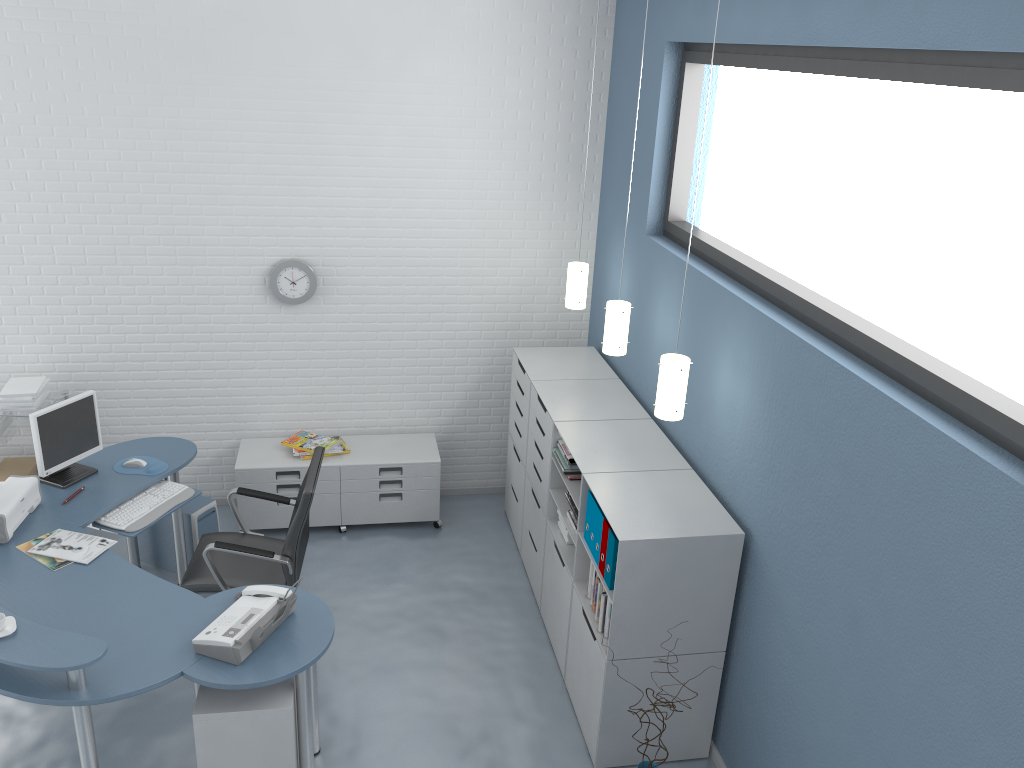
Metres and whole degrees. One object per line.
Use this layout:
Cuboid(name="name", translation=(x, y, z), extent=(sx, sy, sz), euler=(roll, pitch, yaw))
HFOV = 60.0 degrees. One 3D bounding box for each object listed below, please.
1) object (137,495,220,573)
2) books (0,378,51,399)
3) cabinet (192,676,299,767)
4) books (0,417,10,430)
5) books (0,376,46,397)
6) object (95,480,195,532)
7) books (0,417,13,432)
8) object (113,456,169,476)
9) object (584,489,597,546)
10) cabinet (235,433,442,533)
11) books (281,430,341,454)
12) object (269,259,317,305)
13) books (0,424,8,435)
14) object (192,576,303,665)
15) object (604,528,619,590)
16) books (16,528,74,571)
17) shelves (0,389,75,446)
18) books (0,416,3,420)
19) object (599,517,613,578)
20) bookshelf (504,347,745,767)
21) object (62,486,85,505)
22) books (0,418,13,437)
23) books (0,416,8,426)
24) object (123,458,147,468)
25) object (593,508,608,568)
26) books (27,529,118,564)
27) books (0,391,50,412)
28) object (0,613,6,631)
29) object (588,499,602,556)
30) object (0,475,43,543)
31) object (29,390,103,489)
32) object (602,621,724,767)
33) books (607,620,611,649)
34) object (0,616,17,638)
Cuboid(name="object", translation=(-1.922, 0.842, 5.099), extent=(0.471, 0.422, 0.199), euler=(12, 23, 22))
Cuboid(name="books", translation=(-2.793, 0.025, 5.098), extent=(0.190, 0.015, 0.270), euler=(-1, 22, -11))
Cuboid(name="cabinet", translation=(-1.034, 1.382, 3.575), extent=(0.383, 0.605, 0.559), euler=(0, 21, -9))
Cuboid(name="books", translation=(-3.031, 0.222, 5.129), extent=(0.190, 0.015, 0.270), euler=(-2, 22, -12))
Cuboid(name="books", translation=(-2.801, 0.014, 5.082), extent=(0.190, 0.015, 0.270), euler=(-3, 22, -15))
Cuboid(name="object", translation=(-1.812, 0.593, 4.389), extent=(0.276, 0.028, 0.478), euler=(10, 22, 18))
Cuboid(name="books", translation=(-3.031, 0.233, 5.140), extent=(0.190, 0.015, 0.270), euler=(-1, 22, -10))
Cuboid(name="object", translation=(-1.938, 0.416, 4.644), extent=(0.285, 0.026, 0.213), euler=(4, 21, 2))
Cuboid(name="object", translation=(0.426, 0.592, 3.944), extent=(0.181, 0.247, 0.082), euler=(-1, 22, -11))
Cuboid(name="cabinet", translation=(-1.089, 0.636, 5.661), extent=(1.259, 0.484, 0.447), euler=(-1, 22, -11))
Cuboid(name="books", translation=(-1.251, 0.366, 5.527), extent=(0.300, 0.020, 0.210), euler=(12, 23, 22))
Cuboid(name="object", translation=(-1.321, -0.618, 5.362), extent=(0.279, 0.277, 0.041), euler=(-1, 22, -11))
Cuboid(name="books", translation=(-3.040, 0.249, 5.140), extent=(0.190, 0.015, 0.270), euler=(-3, 22, -15))
Cuboid(name="object", translation=(-0.981, 0.821, 3.376), extent=(0.399, 0.280, 0.405), euler=(10, 22, 17))
Cuboid(name="object", translation=(0.486, 0.714, 3.639), extent=(0.181, 0.247, 0.082), euler=(-1, 22, -11))
Cuboid(name="books", translation=(-1.989, 0.721, 3.876), extent=(0.300, 0.005, 0.200), euler=(16, 25, 31))
Cuboid(name="shelves", translation=(-3.055, 0.504, 5.228), extent=(0.896, 0.848, 0.441), euler=(-1, 21, -10))
Cuboid(name="books", translation=(-3.045, 0.197, 5.108), extent=(0.190, 0.015, 0.270), euler=(-2, 22, -13))
Cuboid(name="object", translation=(0.471, 0.683, 3.716), extent=(0.181, 0.247, 0.082), euler=(-1, 22, -11))
Cuboid(name="bookshelf", translation=(0.439, 0.715, 4.735), extent=(0.521, 1.141, 2.294), euler=(-1, 22, -11))
Cuboid(name="object", translation=(-2.131, 0.542, 4.306), extent=(0.013, 0.013, 0.178), euler=(5, 21, 6))
Cuboid(name="books", translation=(-3.040, 0.263, 5.146), extent=(0.190, 0.015, 0.270), euler=(-2, 22, -12))
Cuboid(name="books", translation=(-3.032, 0.205, 5.130), extent=(0.190, 0.015, 0.270), euler=(-1, 21, -9))
Cuboid(name="object", translation=(-1.970, 0.410, 4.633), extent=(0.115, 0.035, 0.054), euler=(3, 21, -1))
Cuboid(name="object", translation=(0.456, 0.653, 3.792), extent=(0.181, 0.247, 0.082), euler=(-1, 22, -11))
Cuboid(name="books", translation=(-1.929, 0.714, 3.897), extent=(0.300, 0.010, 0.200), euler=(8, 22, 12))
Cuboid(name="books", translation=(-2.806, 0.098, 5.114), extent=(0.190, 0.015, 0.270), euler=(-1, 22, -11))
Cuboid(name="object", translation=(-1.812, 0.840, 3.124), extent=(0.062, 0.049, 0.078), euler=(7, 21, 9))
Cuboid(name="object", translation=(0.441, 0.622, 3.868), extent=(0.181, 0.247, 0.082), euler=(-1, 22, -11))
Cuboid(name="object", translation=(-2.316, 0.509, 4.007), extent=(0.197, 0.273, 0.392), euler=(1, 21, -6))
Cuboid(name="object", translation=(-2.253, 0.273, 4.426), extent=(0.212, 0.417, 0.365), euler=(11, 23, 20))
Cuboid(name="object", translation=(0.533, 1.365, 3.322), extent=(0.312, 0.972, 0.357), euler=(-12, 26, -33))
Cuboid(name="books", translation=(0.485, 1.038, 3.652), extent=(0.178, 0.163, 0.032), euler=(-1, 22, -11))
Cuboid(name="object", translation=(-1.814, 0.865, 3.126), extent=(0.119, 0.016, 0.119), euler=(-10, 25, -30))
